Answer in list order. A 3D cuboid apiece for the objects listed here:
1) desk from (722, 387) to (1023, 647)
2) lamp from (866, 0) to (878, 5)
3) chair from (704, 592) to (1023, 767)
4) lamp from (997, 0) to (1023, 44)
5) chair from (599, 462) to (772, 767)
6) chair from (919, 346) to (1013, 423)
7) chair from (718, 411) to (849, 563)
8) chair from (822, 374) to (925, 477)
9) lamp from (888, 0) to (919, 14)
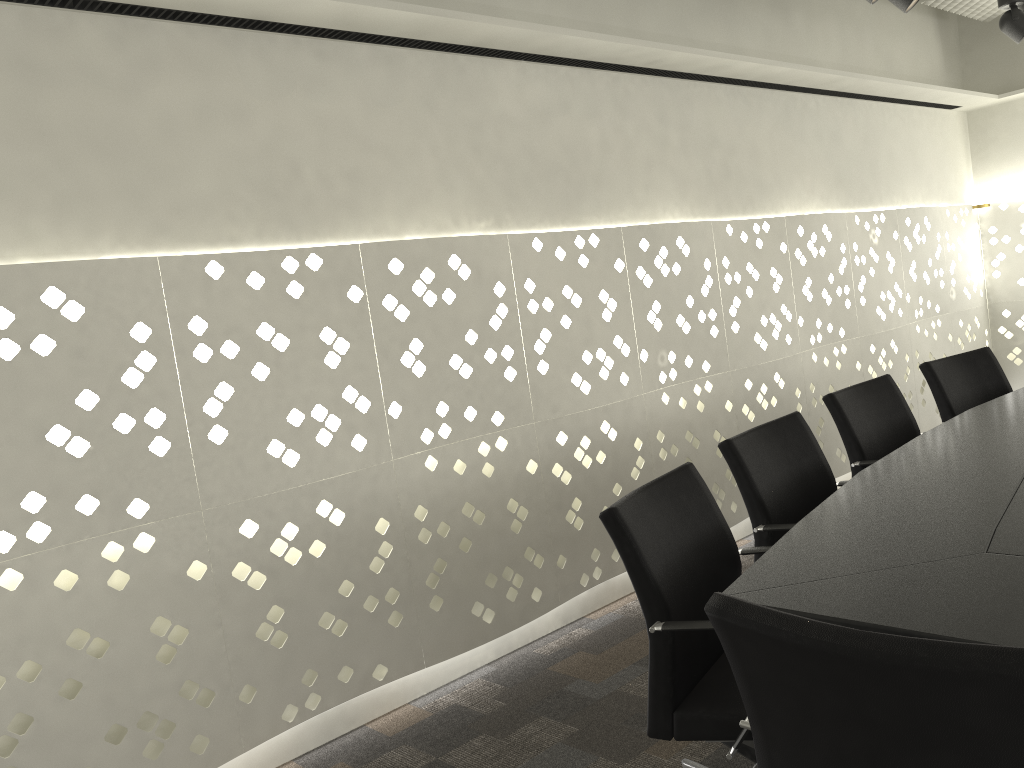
[{"bbox_3d":[1.839,0.379,2.264,3.364,0.658,1.223,-12,6,-42],"label":"desk"},{"bbox_3d":[1.047,-1.214,2.568,0.213,0.224,0.126,-12,6,-39],"label":"lamp"},{"bbox_3d":[0.583,0.599,1.152,0.579,0.757,0.559,-12,6,-37],"label":"chair"},{"bbox_3d":[1.929,-1.406,3.370,0.213,0.224,0.126,-12,6,-39],"label":"lamp"},{"bbox_3d":[0.519,0.559,1.759,0.579,0.757,0.559,-5,6,38],"label":"chair"},{"bbox_3d":[1.822,0.258,3.157,0.559,0.757,0.579,-11,5,-27],"label":"chair"},{"bbox_3d":[0.876,0.468,2.251,0.559,0.757,0.579,-12,6,-42],"label":"chair"},{"bbox_3d":[1.327,0.361,2.769,0.559,0.757,0.579,-12,6,-37],"label":"chair"},{"bbox_3d":[1.210,-1.249,2.717,0.213,0.224,0.126,-12,6,-39],"label":"lamp"}]
